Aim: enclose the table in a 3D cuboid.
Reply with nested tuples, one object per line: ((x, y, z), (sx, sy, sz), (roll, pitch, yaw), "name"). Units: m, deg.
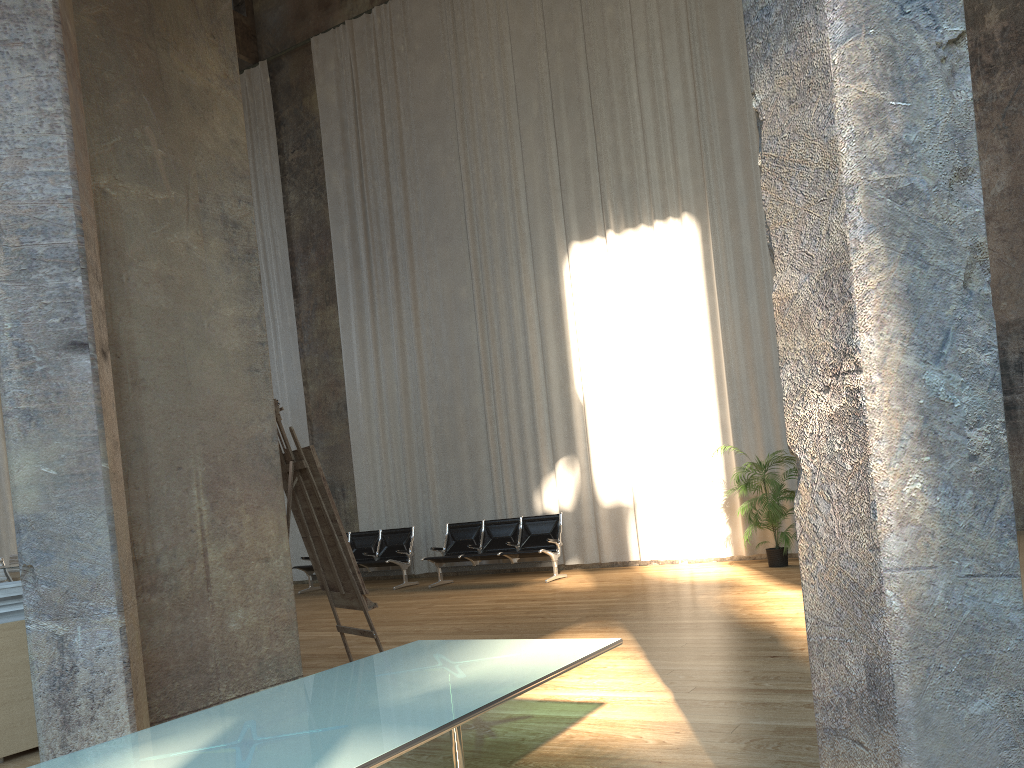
((-0.435, 1.229, 2.681), (0.947, 0.544, 1.870), (-9, -7, 30), "table")

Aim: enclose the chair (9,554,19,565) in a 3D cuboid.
((-7.565, 3.067, 13.071), (0.671, 1.023, 0.696), (-7, -3, 38), "chair")

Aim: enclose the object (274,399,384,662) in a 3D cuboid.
((-1.270, 0.906, 5.508), (0.680, 2.142, 0.706), (-6, 0, -34), "object")

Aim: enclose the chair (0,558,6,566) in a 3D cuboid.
((-5.886, 2.563, 10.505), (0.670, 1.023, 0.696), (-7, -2, 35), "chair")

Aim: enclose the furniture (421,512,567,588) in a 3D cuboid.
((-0.261, 2.203, 11.568), (1.883, 0.841, 0.706), (-9, -4, 30), "furniture")

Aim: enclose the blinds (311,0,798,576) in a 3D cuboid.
((0.511, -1.799, 12.076), (7.882, 8.632, 0.273), (-8, -1, 31), "blinds")

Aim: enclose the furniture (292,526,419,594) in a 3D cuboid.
((-2.311, 2.572, 12.777), (1.883, 0.841, 0.706), (-9, -4, 30), "furniture")

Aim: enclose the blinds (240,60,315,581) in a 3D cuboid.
((-6.913, -0.464, 16.451), (7.882, 8.632, 0.273), (-8, -1, 31), "blinds")

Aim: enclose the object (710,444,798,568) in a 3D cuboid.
((2.917, 1.377, 10.090), (1.134, 1.453, 1.091), (-7, -3, 21), "object")

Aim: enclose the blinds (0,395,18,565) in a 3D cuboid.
((-14.359, 0.875, 20.839), (7.879, 8.632, 0.273), (-8, 0, 29), "blinds")

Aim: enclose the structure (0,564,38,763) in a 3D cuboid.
((-2.843, 1.554, 5.073), (0.740, 1.012, 0.741), (-7, -3, 30), "structure")
